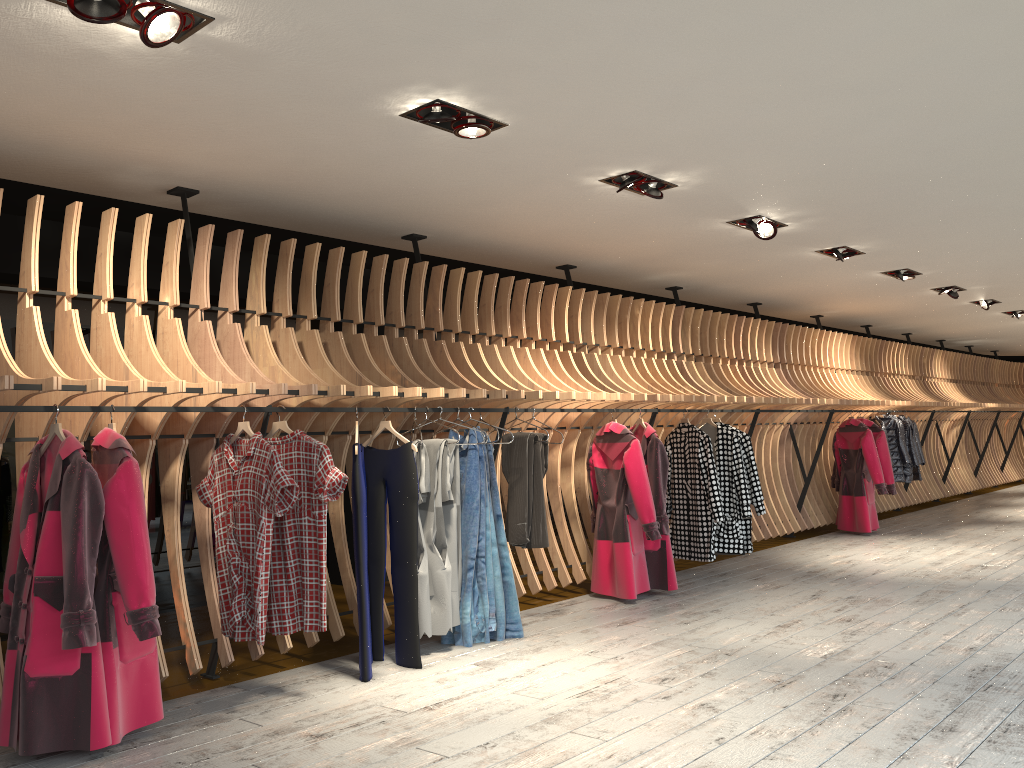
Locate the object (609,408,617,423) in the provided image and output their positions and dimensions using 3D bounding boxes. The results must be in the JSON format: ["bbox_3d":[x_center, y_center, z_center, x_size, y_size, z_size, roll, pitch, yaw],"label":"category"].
[{"bbox_3d":[0.779,0.322,6.829,0.012,0.270,0.524,0,-5,-28],"label":"object"}]

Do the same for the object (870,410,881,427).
[{"bbox_3d":[4.450,0.426,10.919,0.010,0.226,0.439,-3,-4,2],"label":"object"}]

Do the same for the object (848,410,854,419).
[{"bbox_3d":[3.988,0.435,10.414,0.012,0.270,0.524,-1,-4,-18],"label":"object"}]

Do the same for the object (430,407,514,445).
[{"bbox_3d":[-0.261,0.267,5.632,0.549,0.243,0.023,-3,-5,13],"label":"object"}]

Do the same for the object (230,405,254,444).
[{"bbox_3d":[-1.339,0.239,4.429,0.524,0.270,0.012,-6,-6,42],"label":"object"}]

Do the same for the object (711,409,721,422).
[{"bbox_3d":[1.832,0.358,7.987,0.525,0.270,0.012,-5,-6,32],"label":"object"}]

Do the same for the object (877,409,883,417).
[{"bbox_3d":[4.607,0.432,11.096,0.440,0.227,0.010,-5,-6,32],"label":"object"}]

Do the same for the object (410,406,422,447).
[{"bbox_3d":[-0.576,0.253,5.284,0.023,0.243,0.548,-1,-4,-12],"label":"object"}]

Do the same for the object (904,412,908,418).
[{"bbox_3d":[5.233,0.458,11.795,0.010,0.226,0.439,-2,-4,-8],"label":"object"}]

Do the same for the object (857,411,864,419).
[{"bbox_3d":[4.166,0.452,10.622,0.015,0.291,0.522,2,-6,-38],"label":"object"}]

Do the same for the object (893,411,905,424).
[{"bbox_3d":[4.921,0.445,11.423,0.010,0.226,0.439,0,-5,-23],"label":"object"}]

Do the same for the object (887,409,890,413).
[{"bbox_3d":[4.793,0.446,11.325,0.016,0.242,0.438,0,-5,-23],"label":"object"}]

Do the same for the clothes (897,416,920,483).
[{"bbox_3d":[4.950,0.844,11.381,0.211,0.855,0.584,0,-5,-21],"label":"clothes"}]

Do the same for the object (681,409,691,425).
[{"bbox_3d":[1.488,0.347,7.616,0.012,0.270,0.524,0,-5,-28],"label":"object"}]

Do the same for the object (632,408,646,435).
[{"bbox_3d":[1.020,0.327,7.045,0.012,0.270,0.524,-1,-4,-18],"label":"object"}]

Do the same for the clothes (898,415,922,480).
[{"bbox_3d":[5.021,0.825,11.487,0.529,0.857,0.234,-6,-6,40],"label":"clothes"}]

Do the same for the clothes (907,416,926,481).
[{"bbox_3d":[5.258,0.855,11.717,0.181,0.855,0.681,-2,-5,-5],"label":"clothes"}]

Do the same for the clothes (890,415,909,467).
[{"bbox_3d":[4.826,0.815,11.257,0.227,0.855,0.510,0,-5,-28],"label":"clothes"}]

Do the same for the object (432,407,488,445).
[{"bbox_3d":[-0.337,0.263,5.557,0.023,0.243,0.548,2,-6,-42],"label":"object"}]

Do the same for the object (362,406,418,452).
[{"bbox_3d":[-0.731,0.265,5.128,0.524,0.270,0.012,-6,-6,42],"label":"object"}]

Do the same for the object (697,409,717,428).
[{"bbox_3d":[1.726,0.352,7.840,0.524,0.270,0.012,-6,-6,42],"label":"object"}]

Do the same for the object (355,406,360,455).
[{"bbox_3d":[-0.866,0.259,4.964,0.012,0.270,0.524,-2,-4,-8],"label":"object"}]

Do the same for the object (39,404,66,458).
[{"bbox_3d":[-1.935,0.219,3.763,0.524,0.270,0.012,-6,-6,42],"label":"object"}]

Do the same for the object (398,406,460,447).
[{"bbox_3d":[-0.512,0.259,5.356,0.548,0.251,0.023,-6,-6,43],"label":"object"}]

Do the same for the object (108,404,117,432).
[{"bbox_3d":[-1.788,0.226,3.960,0.012,0.270,0.524,2,-6,-38],"label":"object"}]

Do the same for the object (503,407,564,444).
[{"bbox_3d":[0.139,0.292,6.126,0.546,0.262,0.023,-6,-6,43],"label":"object"}]

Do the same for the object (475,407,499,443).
[{"bbox_3d":[-0.195,0.278,5.734,0.023,0.257,0.547,0,-5,-23],"label":"object"}]

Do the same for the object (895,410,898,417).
[{"bbox_3d":[4.978,0.457,11.532,0.438,0.244,0.010,-6,-6,42],"label":"object"}]

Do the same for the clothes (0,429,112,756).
[{"bbox_3d":[-1.932,0.841,3.699,0.839,1.314,0.321,-6,-6,41],"label":"clothes"}]

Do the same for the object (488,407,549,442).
[{"bbox_3d":[0.032,0.275,5.965,0.548,0.243,0.023,-6,-6,43],"label":"object"}]

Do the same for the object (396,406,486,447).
[{"bbox_3d":[-0.439,0.258,5.436,0.549,0.243,0.023,-3,-5,3],"label":"object"}]

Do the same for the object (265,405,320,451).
[{"bbox_3d":[-1.192,0.251,4.583,0.524,0.286,0.015,-4,-5,27],"label":"object"}]
